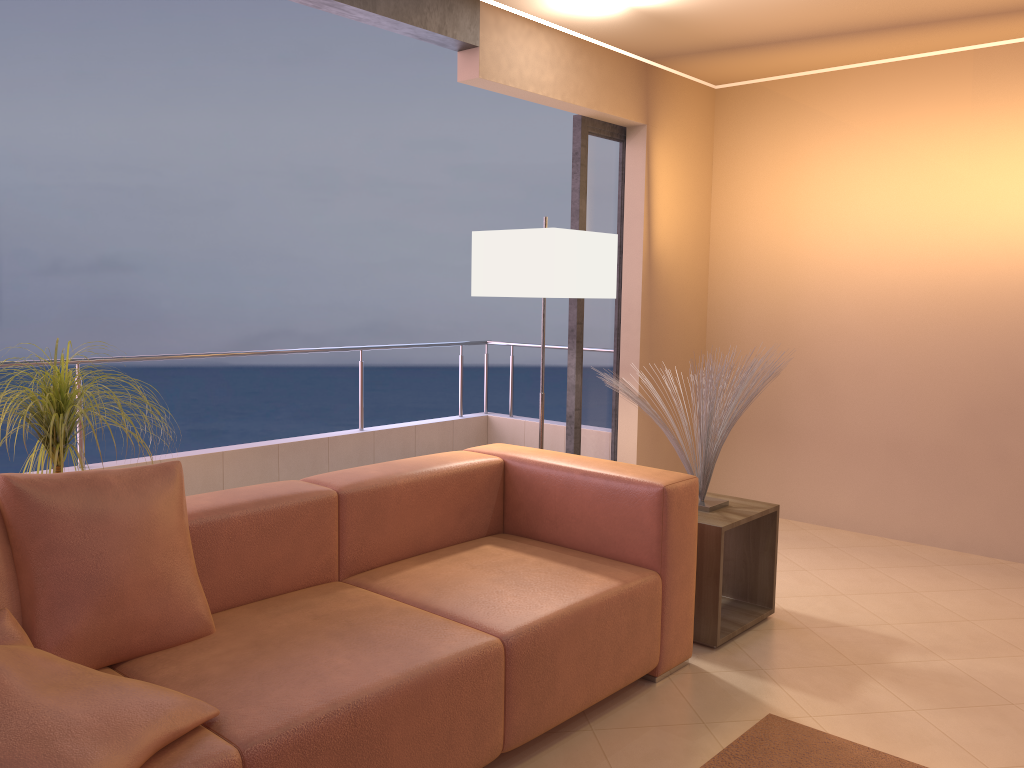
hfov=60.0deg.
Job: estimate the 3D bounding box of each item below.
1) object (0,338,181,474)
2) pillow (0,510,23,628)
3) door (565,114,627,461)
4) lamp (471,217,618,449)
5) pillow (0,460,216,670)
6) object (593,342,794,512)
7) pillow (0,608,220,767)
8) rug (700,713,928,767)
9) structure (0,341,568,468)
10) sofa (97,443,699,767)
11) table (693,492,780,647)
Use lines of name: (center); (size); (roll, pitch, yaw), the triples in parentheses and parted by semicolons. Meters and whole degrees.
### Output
object: (-1.468, 0.398, 2.863); (0.729, 1.088, 0.703); (2, 6, 10)
pillow: (-1.212, 0.443, 1.804); (0.255, 0.446, 0.492); (4, 6, 24)
door: (0.470, -0.303, 4.770); (0.056, 2.160, 0.480); (6, 8, 41)
lamp: (0.132, 0.064, 3.901); (0.454, 1.578, 0.454); (6, 8, 41)
pillow: (-0.951, 0.419, 2.096); (0.211, 0.468, 0.470); (5, 7, 36)
object: (0.675, 0.147, 3.439); (0.703, 0.634, 0.700); (1, 6, -2)
pillow: (-0.892, 0.569, 1.594); (0.514, 0.292, 0.517); (2, 6, 10)
rug: (0.602, 1.157, 1.098); (1.833, 0.005, 2.626); (6, 8, 41)
structure: (-0.921, 0.148, 4.525); (1.663, 0.541, 4.176); (6, 8, 41)
sofa: (-0.608, 0.680, 2.288); (0.943, 0.672, 2.781); (6, 8, 41)
table: (0.730, 0.685, 3.436); (0.415, 0.436, 0.469); (6, 8, 41)
